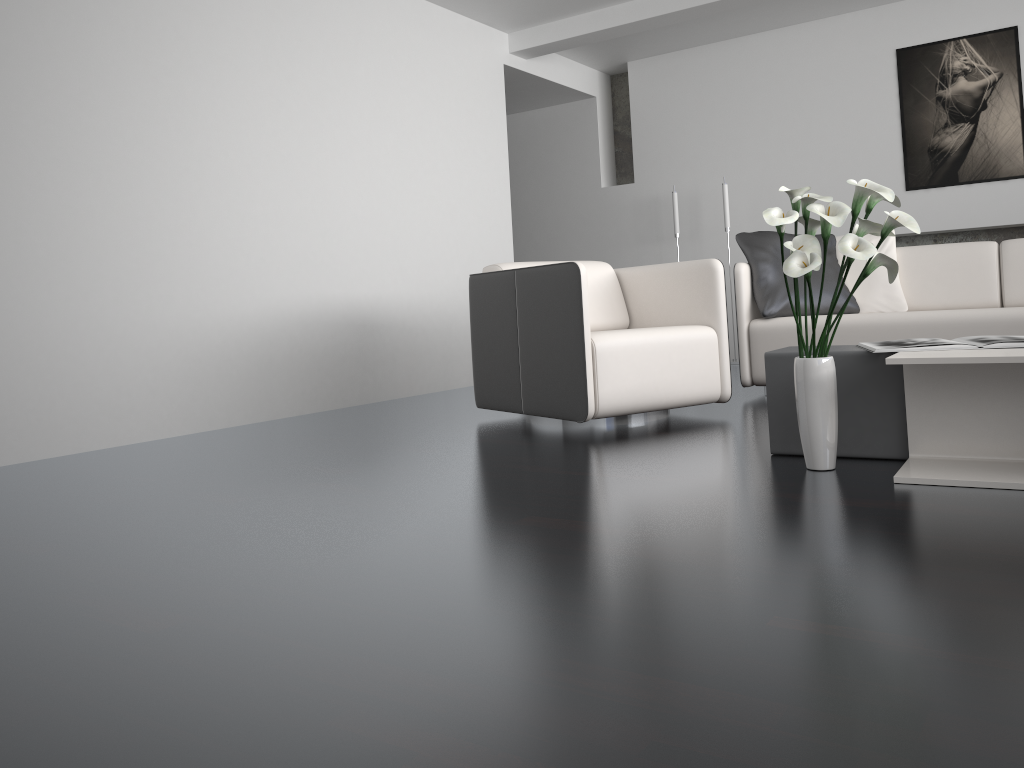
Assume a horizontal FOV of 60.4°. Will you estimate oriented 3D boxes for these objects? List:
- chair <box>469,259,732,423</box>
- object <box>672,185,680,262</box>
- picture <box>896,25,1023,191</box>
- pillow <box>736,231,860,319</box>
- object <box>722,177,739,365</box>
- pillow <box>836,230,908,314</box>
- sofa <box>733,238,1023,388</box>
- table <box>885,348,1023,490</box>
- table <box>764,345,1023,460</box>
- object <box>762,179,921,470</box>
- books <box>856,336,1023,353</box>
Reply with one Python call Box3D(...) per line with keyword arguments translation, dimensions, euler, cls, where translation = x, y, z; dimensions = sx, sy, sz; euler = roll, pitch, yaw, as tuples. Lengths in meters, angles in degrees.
Box3D(translation=(0.349, -0.234, 3.886), dimensions=(0.770, 0.662, 0.917), euler=(-4, 3, -31), cls="chair")
Box3D(translation=(1.309, -0.861, 6.886), dimensions=(0.179, 1.399, 0.180), euler=(-4, -2, 34), cls="object")
Box3D(translation=(3.033, -1.848, 5.962), dimensions=(0.743, 1.007, 0.004), euler=(-3, -2, 34), cls="picture")
Box3D(translation=(1.442, -0.559, 4.418), dimensions=(0.566, 0.450, 0.277), euler=(-4, 0, -12), cls="pillow")
Box3D(translation=(1.622, -0.849, 6.551), dimensions=(0.179, 1.399, 0.180), euler=(-4, -2, 34), cls="object")
Box3D(translation=(1.718, -0.554, 4.561), dimensions=(0.583, 0.501, 0.324), euler=(-2, 0, 23), cls="pillow")
Box3D(translation=(2.277, -0.355, 4.099), dimensions=(2.234, 0.662, 0.923), euler=(0, 4, 32), cls="sofa")
Box3D(translation=(1.445, 0.077, 2.100), dimensions=(0.966, 0.314, 0.299), euler=(0, 2, 32), cls="table")
Box3D(translation=(1.397, 0.045, 2.504), dimensions=(1.255, 0.314, 0.299), euler=(0, 3, 32), cls="table")
Box3D(translation=(0.893, -0.159, 2.377), dimensions=(0.377, 0.799, 0.447), euler=(-3, 0, 17), cls="object")
Box3D(translation=(1.313, -0.121, 2.557), dimensions=(0.547, 0.017, 0.360), euler=(-2, 5, 14), cls="books")
